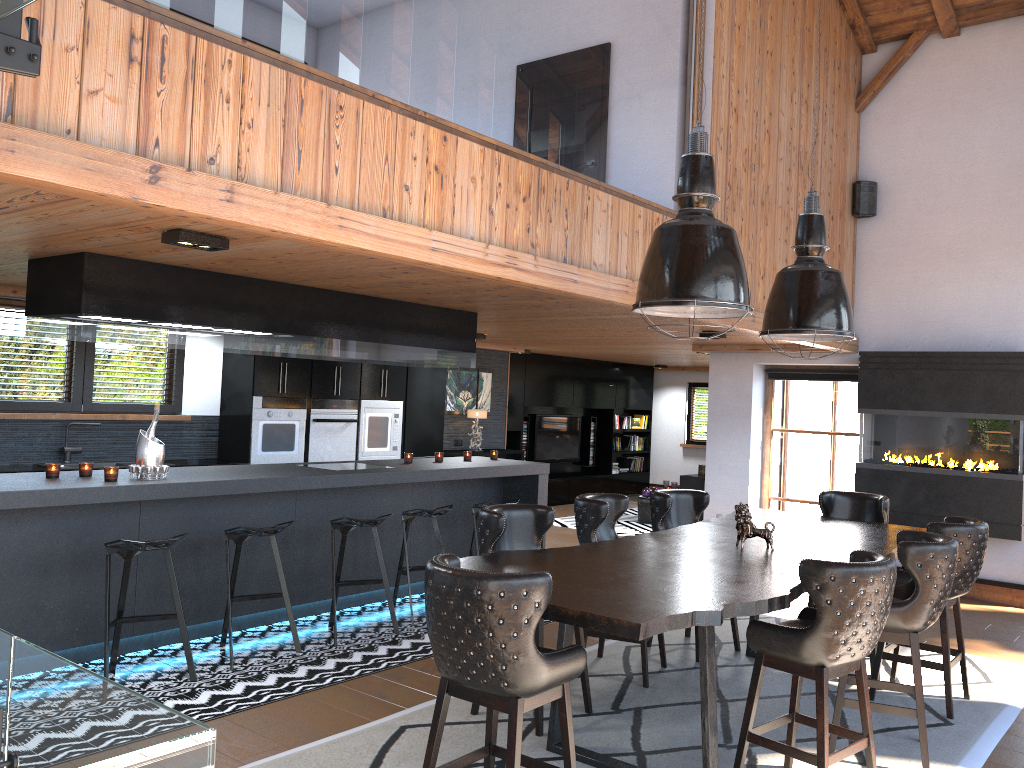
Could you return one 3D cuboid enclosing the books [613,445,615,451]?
[{"bbox_3d":[1.691,1.053,15.647,0.207,0.270,0.239,1,-2,38],"label":"books"}]

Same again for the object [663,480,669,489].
[{"bbox_3d":[2.300,1.527,13.225,0.094,0.167,0.095,2,-2,10],"label":"object"}]

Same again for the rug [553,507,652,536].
[{"bbox_3d":[1.811,1.961,12.781,1.642,0.020,2.933,2,-1,38],"label":"rug"}]

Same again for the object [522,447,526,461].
[{"bbox_3d":[0.124,1.146,13.753,0.124,0.379,0.126,1,-2,39],"label":"object"}]

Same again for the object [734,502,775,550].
[{"bbox_3d":[1.319,0.771,4.811,0.221,0.253,0.116,3,-2,1],"label":"object"}]

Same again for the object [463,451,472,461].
[{"bbox_3d":[-0.400,0.648,7.978,0.079,0.081,0.079,3,-1,-6],"label":"object"}]

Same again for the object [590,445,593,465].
[{"bbox_3d":[1.305,1.220,15.223,0.124,0.379,0.126,1,-2,39],"label":"object"}]

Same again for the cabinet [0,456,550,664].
[{"bbox_3d":[-1.541,1.168,6.438,0.878,1.104,4.855,1,-1,39],"label":"cabinet"}]

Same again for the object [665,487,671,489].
[{"bbox_3d":[2.310,1.569,13.122,0.080,0.081,0.078,4,-2,-36],"label":"object"}]

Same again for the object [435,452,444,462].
[{"bbox_3d":[-0.632,0.633,7.689,0.079,0.081,0.079,3,-1,-6],"label":"object"}]

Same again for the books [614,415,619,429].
[{"bbox_3d":[1.744,0.659,15.626,0.205,0.270,0.243,1,-2,39],"label":"books"}]

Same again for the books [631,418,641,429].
[{"bbox_3d":[2.201,0.722,16.241,0.257,0.197,0.299,2,-2,41],"label":"books"}]

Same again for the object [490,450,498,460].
[{"bbox_3d":[-0.168,0.663,8.266,0.079,0.081,0.079,3,-1,-6],"label":"object"}]

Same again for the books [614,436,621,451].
[{"bbox_3d":[1.826,1.058,15.816,0.207,0.270,0.239,1,-2,38],"label":"books"}]

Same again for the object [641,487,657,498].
[{"bbox_3d":[1.984,1.537,12.514,0.282,0.143,0.266,2,-1,22],"label":"object"}]

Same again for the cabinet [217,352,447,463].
[{"bbox_3d":[-3.004,0.485,7.808,0.537,2.381,6.502,1,-2,39],"label":"cabinet"}]

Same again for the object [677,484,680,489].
[{"bbox_3d":[2.445,1.556,13.152,0.113,0.122,0.114,2,-1,15],"label":"object"}]

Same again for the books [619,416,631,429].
[{"bbox_3d":[1.995,0.696,16.035,0.180,0.232,0.287,1,-2,42],"label":"books"}]

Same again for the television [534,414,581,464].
[{"bbox_3d":[0.747,0.908,14.548,0.050,0.813,1.267,1,-2,39],"label":"television"}]

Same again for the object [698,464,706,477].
[{"bbox_3d":[2.218,1.005,10.313,0.107,0.135,0.098,2,-2,29],"label":"object"}]

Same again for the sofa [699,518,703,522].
[{"bbox_3d":[3.094,1.617,12.928,2.064,0.819,3.124,2,-1,39],"label":"sofa"}]

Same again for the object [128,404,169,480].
[{"bbox_3d":[-2.184,0.344,5.360,0.223,0.453,0.227,1,-2,39],"label":"object"}]

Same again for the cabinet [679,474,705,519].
[{"bbox_3d":[2.385,1.318,10.582,0.354,0.468,0.966,1,-1,39],"label":"cabinet"}]

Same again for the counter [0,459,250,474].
[{"bbox_3d":[-3.424,0.687,7.293,0.525,0.040,2.596,2,-1,39],"label":"counter"}]

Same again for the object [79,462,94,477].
[{"bbox_3d":[-2.549,0.512,5.301,0.079,0.081,0.079,2,-1,4],"label":"object"}]

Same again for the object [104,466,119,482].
[{"bbox_3d":[-2.315,0.520,5.120,0.079,0.081,0.079,2,-1,4],"label":"object"}]

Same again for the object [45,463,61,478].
[{"bbox_3d":[-2.669,0.505,5.152,0.079,0.081,0.079,2,-1,4],"label":"object"}]

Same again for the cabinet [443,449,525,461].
[{"bbox_3d":[-0.538,1.335,10.998,0.424,1.010,1.644,1,-2,39],"label":"cabinet"}]

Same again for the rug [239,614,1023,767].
[{"bbox_3d":[0.907,1.799,4.591,2.522,0.047,5.695,2,-1,39],"label":"rug"}]

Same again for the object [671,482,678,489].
[{"bbox_3d":[2.388,1.529,13.048,0.094,0.167,0.095,2,-2,10],"label":"object"}]

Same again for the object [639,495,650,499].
[{"bbox_3d":[1.981,1.603,12.495,0.399,0.022,0.390,3,-1,-33],"label":"object"}]

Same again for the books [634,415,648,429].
[{"bbox_3d":[2.386,0.704,16.432,0.210,0.261,0.213,1,-2,39],"label":"books"}]

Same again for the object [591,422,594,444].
[{"bbox_3d":[1.322,0.842,15.235,0.124,0.379,0.126,1,-2,39],"label":"object"}]

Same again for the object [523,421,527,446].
[{"bbox_3d":[0.141,0.767,13.764,0.124,0.379,0.126,1,-2,39],"label":"object"}]

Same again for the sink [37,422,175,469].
[{"bbox_3d":[-3.357,0.539,7.355,0.457,0.420,0.973,2,-1,39],"label":"sink"}]

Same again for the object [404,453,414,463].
[{"bbox_3d":[-0.863,0.619,7.400,0.079,0.081,0.079,3,-1,-6],"label":"object"}]
